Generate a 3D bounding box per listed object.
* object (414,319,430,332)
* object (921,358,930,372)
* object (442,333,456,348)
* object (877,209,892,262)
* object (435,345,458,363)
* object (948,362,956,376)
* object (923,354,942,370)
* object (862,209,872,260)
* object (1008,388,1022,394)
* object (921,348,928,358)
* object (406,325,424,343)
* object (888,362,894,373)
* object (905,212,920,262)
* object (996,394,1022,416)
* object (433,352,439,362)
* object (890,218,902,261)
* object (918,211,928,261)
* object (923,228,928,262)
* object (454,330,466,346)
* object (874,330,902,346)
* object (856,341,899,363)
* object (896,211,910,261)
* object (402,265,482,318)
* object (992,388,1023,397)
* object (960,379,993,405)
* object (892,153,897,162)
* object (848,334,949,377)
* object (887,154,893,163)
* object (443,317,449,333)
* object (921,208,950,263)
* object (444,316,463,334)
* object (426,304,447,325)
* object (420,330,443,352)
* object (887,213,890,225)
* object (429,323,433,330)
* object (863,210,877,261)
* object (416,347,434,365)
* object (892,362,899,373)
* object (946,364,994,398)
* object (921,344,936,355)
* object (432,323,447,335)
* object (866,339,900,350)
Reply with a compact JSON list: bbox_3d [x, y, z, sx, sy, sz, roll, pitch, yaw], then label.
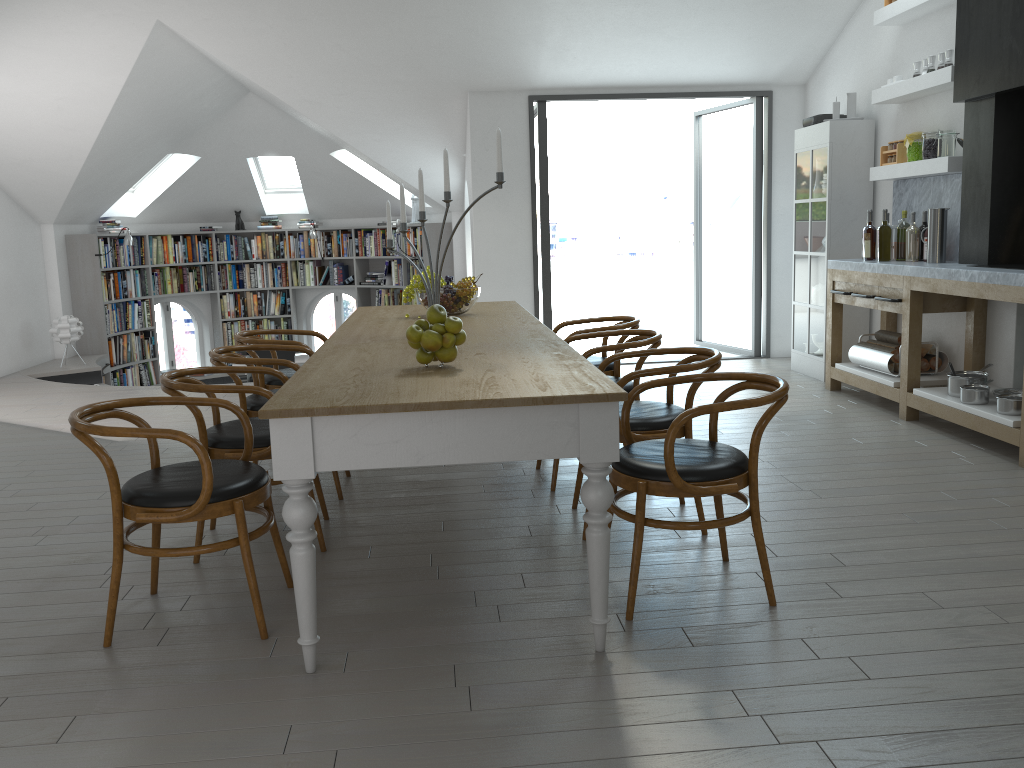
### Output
[{"bbox_3d":[-0.310,-0.195,3.046,0.058,0.057,0.053,0,9,10],"label":"object"},{"bbox_3d":[2.695,-0.163,6.088,0.091,0.089,0.457,-3,10,-7],"label":"object"},{"bbox_3d":[-0.215,-0.147,2.994,0.051,0.053,0.053,-4,9,-13],"label":"object"},{"bbox_3d":[2.513,-0.998,5.978,0.093,0.357,0.092,5,11,39],"label":"object"},{"bbox_3d":[-0.226,-0.110,3.049,0.078,0.073,0.080,6,12,39],"label":"object"},{"bbox_3d":[2.609,-0.038,5.185,0.051,0.151,0.191,-3,9,-5],"label":"object"},{"bbox_3d":[2.781,-0.174,6.093,0.091,0.092,0.439,-3,10,-7],"label":"object"},{"bbox_3d":[2.561,-1.070,6.356,0.085,0.358,0.089,1,9,17],"label":"object"},{"bbox_3d":[2.802,0.056,4.856,0.041,0.045,0.248,-3,10,-6],"label":"object"},{"bbox_3d":[2.675,-0.234,6.080,0.115,0.079,0.437,-3,10,-7],"label":"object"},{"bbox_3d":[-0.328,-0.169,2.995,0.063,0.063,0.062,-10,12,-42],"label":"object"},{"bbox_3d":[2.458,-0.139,6.045,0.067,0.067,0.424,-3,10,-7],"label":"object"},{"bbox_3d":[2.619,-0.959,5.796,0.085,0.329,0.085,-1,8,4],"label":"object"},{"bbox_3d":[2.678,0.100,4.659,0.261,0.112,0.154,-3,9,-5],"label":"object"},{"bbox_3d":[-0.269,-0.103,3.102,0.050,0.050,0.051,-2,9,-1],"label":"object"},{"bbox_3d":[2.680,-0.996,6.100,0.184,0.285,0.185,1,9,19],"label":"object"},{"bbox_3d":[2.726,-0.977,5.862,0.085,0.329,0.085,-1,8,4],"label":"object"},{"bbox_3d":[2.721,-0.957,5.755,0.081,0.328,0.081,2,9,22],"label":"object"},{"bbox_3d":[-0.188,-0.161,3.044,0.062,0.059,0.062,-2,9,-1],"label":"object"},{"bbox_3d":[2.624,-0.308,6.109,0.104,0.102,0.293,-3,10,-7],"label":"object"},{"bbox_3d":[2.498,-0.219,6.045,0.092,0.093,0.439,-3,10,-7],"label":"object"},{"bbox_3d":[2.625,-0.990,5.938,0.092,0.338,0.092,0,9,13],"label":"object"},{"bbox_3d":[-0.376,-0.515,4.885,0.394,0.283,0.293,-10,12,-40],"label":"object"},{"bbox_3d":[2.898,0.043,4.937,0.509,0.052,0.264,-7,11,-28],"label":"object"},{"bbox_3d":[2.630,0.050,4.956,0.261,0.112,0.154,-5,10,-15],"label":"object"},{"bbox_3d":[2.708,-1.587,6.239,0.058,0.075,0.059,1,9,18],"label":"object"},{"bbox_3d":[2.624,-0.202,6.043,0.429,0.230,0.529,-3,10,-7],"label":"object"},{"bbox_3d":[2.702,-1.598,6.306,0.058,0.075,0.059,1,9,18],"label":"object"},{"bbox_3d":[-0.220,-0.197,3.089,0.066,0.071,0.073,-8,11,-35],"label":"object"},{"bbox_3d":[2.675,-0.936,5.594,0.114,0.338,0.165,-2,9,-2],"label":"object"},{"bbox_3d":[-0.198,-0.199,3.005,0.062,0.059,0.062,-3,9,-4],"label":"object"},{"bbox_3d":[-0.260,-0.238,3.052,0.072,0.074,0.073,-3,9,-5],"label":"object"},{"bbox_3d":[-0.270,-0.146,2.988,0.076,0.076,0.077,-9,11,-37],"label":"object"},{"bbox_3d":[2.658,-1.047,6.289,0.085,0.329,0.085,-1,8,4],"label":"object"},{"bbox_3d":[-0.286,-0.184,3.121,0.071,0.063,0.072,-4,9,-11],"label":"object"},{"bbox_3d":[2.493,-1.028,6.174,0.093,0.357,0.093,3,10,29],"label":"object"},{"bbox_3d":[-0.299,-0.099,3.037,0.063,0.063,0.064,-1,9,6],"label":"object"},{"bbox_3d":[2.539,-0.141,6.055,0.067,0.067,0.424,-3,10,-7],"label":"object"},{"bbox_3d":[2.719,-0.010,5.168,0.379,0.163,0.224,-5,10,-15],"label":"object"},{"bbox_3d":[2.753,-0.258,6.067,0.071,0.072,0.424,-3,10,-7],"label":"object"},{"bbox_3d":[-0.247,-0.184,3.021,0.053,0.050,0.053,-8,11,-33],"label":"object"},{"bbox_3d":[2.572,-0.242,6.078,0.101,0.086,0.364,-3,10,-7],"label":"object"}]
